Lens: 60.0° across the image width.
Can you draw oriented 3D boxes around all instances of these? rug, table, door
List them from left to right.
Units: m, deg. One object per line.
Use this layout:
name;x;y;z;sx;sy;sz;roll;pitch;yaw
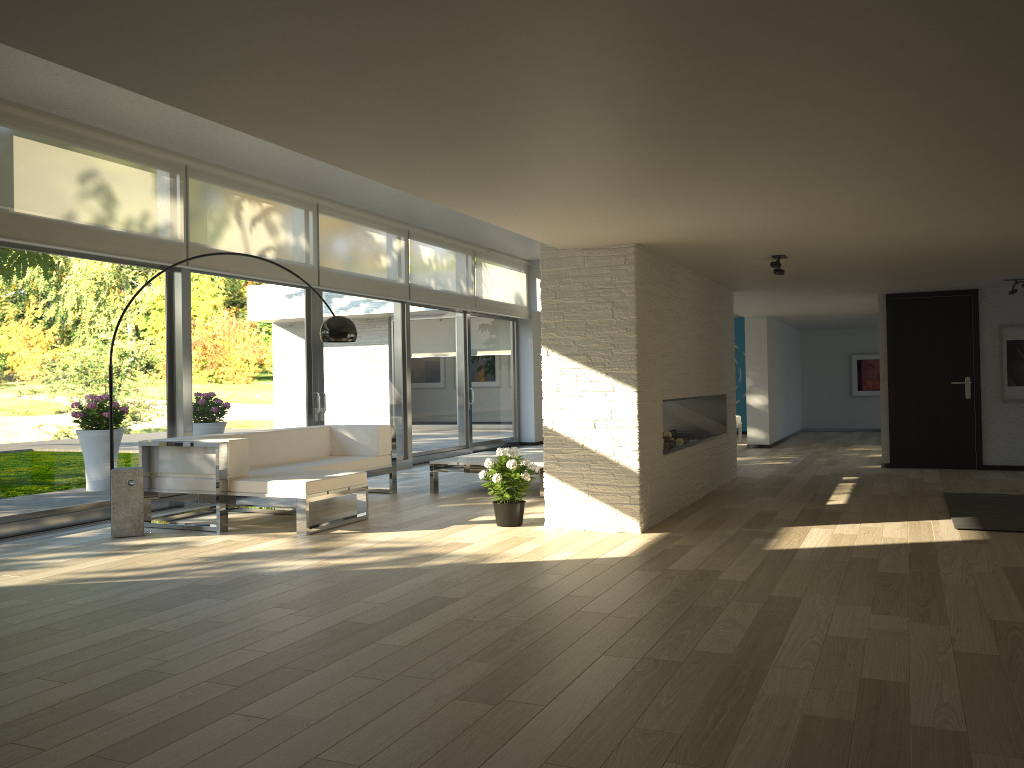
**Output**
door;-0.540;0.012;10.726;19.438;2.374;22.948;-1;0;24
table;0.028;0.867;8.687;1.220;0.305;1.220;-1;0;24
door;4.639;-0.044;9.764;0.920;1.948;0.108;-1;-1;24
rug;3.781;0.940;6.582;0.979;0.011;1.999;-1;0;24

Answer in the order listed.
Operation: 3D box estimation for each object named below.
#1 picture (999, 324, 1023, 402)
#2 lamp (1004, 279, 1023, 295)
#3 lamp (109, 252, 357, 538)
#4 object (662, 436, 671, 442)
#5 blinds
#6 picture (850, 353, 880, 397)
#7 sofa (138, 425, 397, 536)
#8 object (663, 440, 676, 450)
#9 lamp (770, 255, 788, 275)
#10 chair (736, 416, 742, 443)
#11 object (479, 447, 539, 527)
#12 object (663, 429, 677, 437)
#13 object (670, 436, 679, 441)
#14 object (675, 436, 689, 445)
picture;5.657;-0.227;9.285;0.958;0.828;0.017;-1;-1;24
lamp;4.967;-0.953;8.709;0.234;0.153;0.135;-1;0;24
lamp;-1.999;0.040;6.516;1.753;2.024;0.282;-1;-1;-23
object;1.359;0.497;7.886;0.064;0.060;0.229;-1;0;25
blinds;-2.064;-1.500;9.390;0.056;0.984;11.529;-1;0;24
picture;6.872;-0.170;16.656;0.958;0.828;0.017;-1;-1;24
sofa;-1.674;0.726;7.454;1.545;0.654;2.404;-1;0;24
object;1.384;0.538;7.848;0.082;0.073;0.237;-1;0;23
lamp;2.032;-0.899;6.780;0.135;0.153;0.234;-1;0;24
chair;3.315;0.740;14.187;0.611;0.442;0.610;-1;0;24
object;-0.014;0.741;6.423;0.431;0.571;0.405;-1;-1;-44
object;1.498;0.472;8.386;0.082;0.073;0.237;-1;0;23
object;1.526;0.536;8.362;0.076;0.076;0.236;-1;0;23
object;1.603;0.534;8.340;0.082;0.073;0.237;-1;0;23
